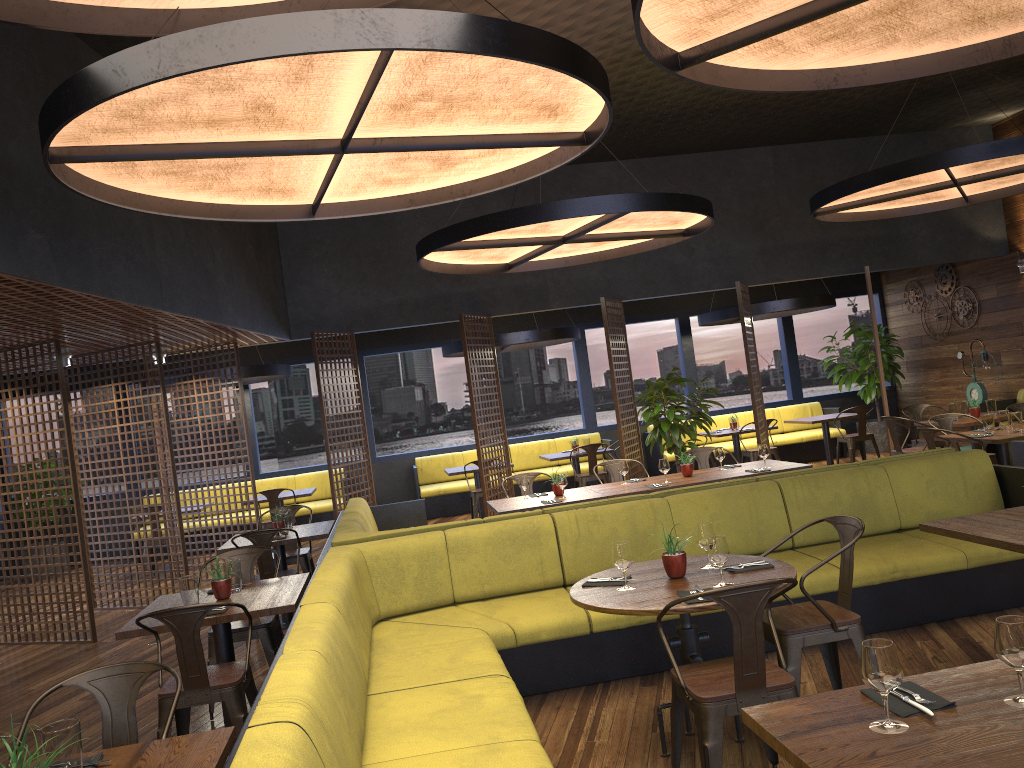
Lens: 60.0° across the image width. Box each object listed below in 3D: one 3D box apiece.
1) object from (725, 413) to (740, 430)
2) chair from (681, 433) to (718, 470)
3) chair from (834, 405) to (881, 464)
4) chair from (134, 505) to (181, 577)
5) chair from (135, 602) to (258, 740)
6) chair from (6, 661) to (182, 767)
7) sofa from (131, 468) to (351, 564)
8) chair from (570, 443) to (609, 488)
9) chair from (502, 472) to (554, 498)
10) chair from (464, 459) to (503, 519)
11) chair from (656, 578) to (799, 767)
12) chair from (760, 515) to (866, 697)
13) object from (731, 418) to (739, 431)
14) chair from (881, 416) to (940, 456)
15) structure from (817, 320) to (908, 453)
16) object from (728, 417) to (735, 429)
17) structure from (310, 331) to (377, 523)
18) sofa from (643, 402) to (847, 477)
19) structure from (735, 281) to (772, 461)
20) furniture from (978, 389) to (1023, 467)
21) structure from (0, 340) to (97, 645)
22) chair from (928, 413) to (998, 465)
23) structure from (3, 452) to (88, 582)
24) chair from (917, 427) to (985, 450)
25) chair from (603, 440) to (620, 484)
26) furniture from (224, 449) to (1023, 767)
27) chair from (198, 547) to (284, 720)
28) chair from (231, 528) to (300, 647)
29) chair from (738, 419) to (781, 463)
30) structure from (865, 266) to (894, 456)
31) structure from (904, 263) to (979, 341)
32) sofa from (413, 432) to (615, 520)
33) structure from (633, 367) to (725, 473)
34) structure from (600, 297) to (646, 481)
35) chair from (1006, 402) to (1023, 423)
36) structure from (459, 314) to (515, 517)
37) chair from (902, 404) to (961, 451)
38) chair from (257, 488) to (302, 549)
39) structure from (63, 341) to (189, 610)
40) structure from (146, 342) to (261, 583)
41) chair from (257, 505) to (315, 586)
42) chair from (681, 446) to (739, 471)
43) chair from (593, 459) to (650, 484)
[{"bbox_3d":[3.212,0.534,12.905,0.238,0.271,0.260,-8,-1,13],"label":"object"},{"bbox_3d":[2.653,1.050,12.854,0.541,0.917,0.504,-7,-1,-8],"label":"chair"},{"bbox_3d":[4.827,0.757,12.412,0.504,0.917,0.541,-7,-1,-8],"label":"chair"},{"bbox_3d":[-4.377,1.954,11.085,0.504,0.917,0.541,-7,-1,-8],"label":"chair"},{"bbox_3d":[-1.499,1.485,4.333,0.504,0.917,0.541,-7,-1,-8],"label":"chair"},{"bbox_3d":[-1.312,1.441,2.893,0.504,0.917,0.541,-7,-1,-8],"label":"chair"},{"bbox_3d":[-3.958,1.930,13.178,3.061,0.914,0.966,-7,-1,-8],"label":"sofa"},{"bbox_3d":[1.064,1.247,11.870,0.504,0.917,0.541,-7,-1,-8],"label":"chair"},{"bbox_3d":[0.210,1.314,8.412,0.504,0.917,0.541,-7,-1,-8],"label":"chair"},{"bbox_3d":[-0.340,1.429,11.667,0.504,0.917,0.541,-7,-1,-8],"label":"chair"},{"bbox_3d":[0.852,1.162,3.377,0.504,0.917,0.541,-7,-1,-8],"label":"chair"},{"bbox_3d":[1.383,1.102,4.079,0.541,0.917,0.504,-7,-1,-8],"label":"chair"},{"bbox_3d":[3.207,0.579,12.729,0.102,0.178,0.102,-7,-1,-23],"label":"object"},{"bbox_3d":[4.441,0.774,9.814,0.541,0.917,0.504,-7,-1,-8],"label":"chair"},{"bbox_3d":[5.851,0.012,14.450,1.493,2.184,1.272,-7,-1,-8],"label":"structure"},{"bbox_3d":[3.252,0.578,13.086,0.102,0.178,0.102,-7,-1,-23],"label":"object"},{"bbox_3d":[-1.933,0.726,10.436,0.050,2.700,0.852,-8,-1,22],"label":"structure"},{"bbox_3d":[3.761,0.926,14.291,3.061,0.914,0.966,-7,-1,-8],"label":"sofa"},{"bbox_3d":[3.073,0.075,11.158,0.050,2.700,0.852,-8,-1,22],"label":"structure"},{"bbox_3d":[5.466,0.629,8.880,3.378,0.916,4.755,-7,-1,-8],"label":"furniture"},{"bbox_3d":[-4.473,1.031,8.117,1.319,2.700,0.050,-8,-1,22],"label":"structure"},{"bbox_3d":[4.488,0.754,8.786,0.504,0.917,0.541,-7,-1,-8],"label":"chair"},{"bbox_3d":[-6.683,1.857,12.719,1.166,1.763,0.993,-7,-1,-38],"label":"structure"},{"bbox_3d":[3.993,0.808,7.949,0.541,0.917,0.504,-7,-1,-8],"label":"chair"},{"bbox_3d":[1.565,1.191,12.636,0.541,0.917,0.504,-7,-1,-8],"label":"chair"},{"bbox_3d":[1.045,1.161,4.917,4.895,0.914,7.462,-7,-1,-13],"label":"furniture"},{"bbox_3d":[-1.671,1.524,5.567,0.504,0.917,0.541,-7,-1,-8],"label":"chair"},{"bbox_3d":[-1.896,1.573,7.010,0.504,0.917,0.541,-7,-1,-8],"label":"chair"},{"bbox_3d":[3.423,0.940,12.210,0.504,0.917,0.541,-7,-1,-8],"label":"chair"},{"bbox_3d":[4.742,-0.142,11.399,0.050,2.700,0.852,-8,-1,22],"label":"structure"},{"bbox_3d":[6.597,-1.265,13.743,0.058,1.178,1.791,-7,-1,-8],"label":"structure"},{"bbox_3d":[0.041,1.410,13.754,3.061,0.914,0.966,-7,-1,-8],"label":"sofa"},{"bbox_3d":[1.905,0.692,10.318,1.166,1.763,0.993,-7,-1,-38],"label":"structure"},{"bbox_3d":[1.404,0.292,10.918,0.050,2.700,0.852,-8,-1,22],"label":"structure"},{"bbox_3d":[5.341,0.643,8.909,0.504,0.917,0.541,-7,-1,-8],"label":"chair"},{"bbox_3d":[-0.264,0.509,10.677,0.050,2.700,0.852,-8,-1,22],"label":"structure"},{"bbox_3d":[5.052,0.704,10.656,0.504,0.917,0.541,-7,-1,-8],"label":"chair"},{"bbox_3d":[-2.973,1.772,11.287,0.504,0.917,0.541,-7,-1,-8],"label":"chair"},{"bbox_3d":[-4.027,0.987,9.234,1.319,2.700,0.050,-8,-1,22],"label":"structure"},{"bbox_3d":[-3.581,0.942,10.351,1.319,2.700,0.050,-8,-1,22],"label":"structure"},{"bbox_3d":[-2.065,1.611,8.224,0.504,0.917,0.541,-7,-1,-8],"label":"chair"},{"bbox_3d":[1.985,1.083,8.668,0.504,0.917,0.541,-7,-1,-8],"label":"chair"},{"bbox_3d":[1.100,1.198,8.541,0.504,0.917,0.541,-7,-1,-8],"label":"chair"}]
